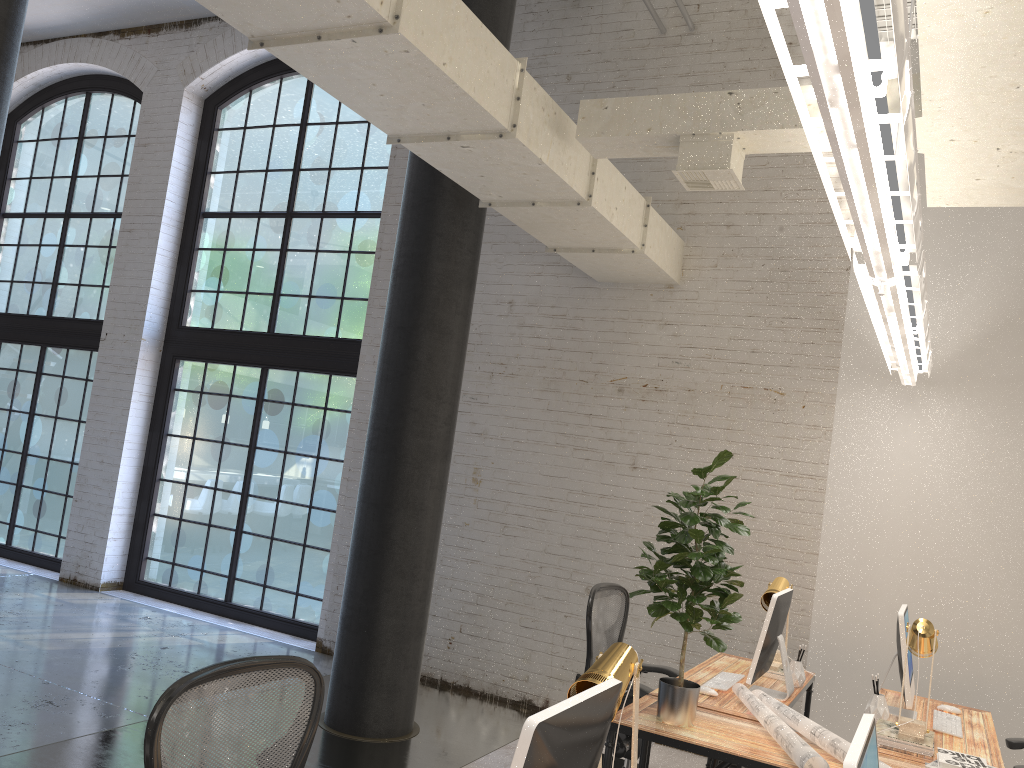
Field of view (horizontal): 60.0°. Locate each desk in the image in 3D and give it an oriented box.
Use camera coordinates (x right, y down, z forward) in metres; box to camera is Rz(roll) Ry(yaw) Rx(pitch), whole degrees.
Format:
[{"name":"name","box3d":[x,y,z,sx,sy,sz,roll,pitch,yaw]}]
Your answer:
[{"name":"desk","box3d":[1.035,1.719,3.261,1.400,0.724,0.530,5,-5,27]},{"name":"desk","box3d":[1.827,1.890,3.939,0.529,0.724,1.403,6,-5,27]},{"name":"desk","box3d":[1.076,1.820,4.322,0.529,0.724,1.403,6,-5,27]}]

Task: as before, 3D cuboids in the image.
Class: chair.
[{"name":"chair","box3d":[-0.519,1.240,2.060,0.792,1.084,0.771,7,-5,10]},{"name":"chair","box3d":[0.627,1.592,4.466,0.792,1.084,0.771,7,-5,10]},{"name":"chair","box3d":[2.324,1.769,3.821,0.792,1.084,0.771,7,-5,10]}]

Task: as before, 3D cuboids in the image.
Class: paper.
[{"name":"paper","box3d":[1.019,1.330,3.499,0.083,0.082,1.135,8,-5,1]},{"name":"paper","box3d":[1.167,1.343,3.423,0.083,0.082,1.135,9,-5,-9]}]

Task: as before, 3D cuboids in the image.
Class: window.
[{"name":"window","box3d":[-2.157,-0.477,7.953,2.489,5.173,0.138,6,-5,27]},{"name":"window","box3d":[-4.840,-0.727,9.297,2.489,5.173,0.138,6,-5,27]}]

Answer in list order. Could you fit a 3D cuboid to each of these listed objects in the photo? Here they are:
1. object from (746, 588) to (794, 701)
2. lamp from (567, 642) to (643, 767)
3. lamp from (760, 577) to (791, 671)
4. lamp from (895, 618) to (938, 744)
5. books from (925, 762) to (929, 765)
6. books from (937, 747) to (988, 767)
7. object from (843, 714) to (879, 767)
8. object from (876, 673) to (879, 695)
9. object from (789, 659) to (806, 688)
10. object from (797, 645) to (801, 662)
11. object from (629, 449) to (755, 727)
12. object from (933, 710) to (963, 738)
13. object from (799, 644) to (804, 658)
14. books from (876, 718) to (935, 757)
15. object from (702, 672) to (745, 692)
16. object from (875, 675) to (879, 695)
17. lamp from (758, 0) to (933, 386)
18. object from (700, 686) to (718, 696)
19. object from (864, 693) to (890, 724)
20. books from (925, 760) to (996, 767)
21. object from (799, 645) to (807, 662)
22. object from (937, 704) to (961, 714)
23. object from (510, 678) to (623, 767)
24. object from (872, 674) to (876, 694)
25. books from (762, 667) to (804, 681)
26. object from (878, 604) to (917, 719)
[{"name":"object","box3d":[1.242,1.219,4.176,0.189,0.485,0.484,6,-5,27]},{"name":"lamp","box3d":[0.242,0.902,2.262,0.127,0.469,0.345,6,-5,27]},{"name":"lamp","box3d":[1.386,1.253,4.668,0.126,0.469,0.345,6,-5,27]},{"name":"lamp","box3d":[1.689,1.207,3.686,0.126,0.469,0.345,6,-5,27]},{"name":"books","box3d":[1.517,1.373,3.019,0.200,0.050,0.272,6,-6,24]},{"name":"books","box3d":[1.542,1.299,3.035,0.152,0.030,0.185,6,-6,24]},{"name":"object","box3d":[0.680,0.947,1.768,0.189,0.485,0.484,6,-5,27]},{"name":"object","box3d":[1.607,1.383,3.904,0.008,0.207,0.054,7,-4,10]},{"name":"object","box3d":[1.418,1.448,4.437,0.101,0.126,0.101,9,-5,-18]},{"name":"object","box3d":[1.424,1.405,4.425,0.008,0.207,0.054,7,-4,10]},{"name":"object","box3d":[0.706,0.787,3.525,0.438,1.076,0.514,7,-5,17]},{"name":"object","box3d":[1.981,1.544,4.034,0.118,0.017,0.439,5,-6,27]},{"name":"object","box3d":[1.429,1.408,4.454,0.054,0.207,0.008,9,-4,-8]},{"name":"books","box3d":[1.608,1.445,3.635,0.225,0.038,0.309,5,-6,27]},{"name":"object","box3d":[1.023,1.434,4.281,0.118,0.017,0.439,5,-6,27]},{"name":"object","box3d":[1.602,1.381,3.876,0.054,0.207,0.008,9,-4,-8]},{"name":"lamp","box3d":[0.850,-1.869,1.862,0.226,2.861,7.315,6,-5,27]},{"name":"object","box3d":[0.875,1.381,3.992,0.106,0.029,0.059,5,-6,27]},{"name":"object","box3d":[1.601,1.424,3.886,0.101,0.126,0.101,9,-5,-18]},{"name":"books","box3d":[1.551,1.331,3.025,0.193,0.044,0.258,3,-7,44]},{"name":"object","box3d":[1.438,1.409,4.445,0.054,0.207,0.008,7,-4,14]},{"name":"object","box3d":[2.131,1.584,4.324,0.106,0.029,0.059,5,-6,27]},{"name":"object","box3d":[0.096,0.867,1.771,0.189,0.485,0.484,6,-5,27]},{"name":"object","box3d":[1.593,1.381,3.885,0.054,0.207,0.008,7,-4,14]},{"name":"books","box3d":[1.400,1.510,4.682,0.225,0.038,0.309,5,-6,27]},{"name":"object","box3d":[1.826,1.299,4.174,0.189,0.485,0.484,6,-5,27]}]
